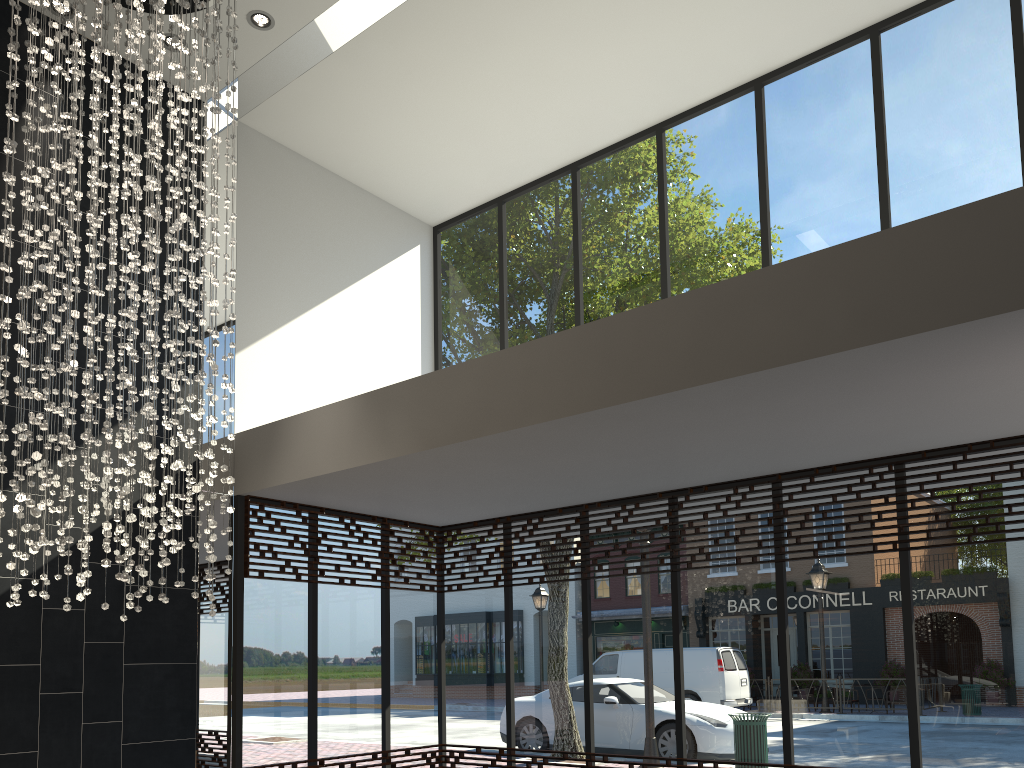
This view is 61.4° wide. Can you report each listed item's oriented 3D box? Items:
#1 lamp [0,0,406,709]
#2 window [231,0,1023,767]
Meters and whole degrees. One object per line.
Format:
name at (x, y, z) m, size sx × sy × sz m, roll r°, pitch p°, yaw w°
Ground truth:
lamp at (-5.443, -45.255, 2.507) m, size 401.914 × 109.661 × 415.119 m, roll 7°, pitch -19°, yaw -25°
window at (0.918, 0.340, 5.851) m, size 6.262 × 5.796 × 2.394 m, roll -11°, pitch -12°, yaw 38°
